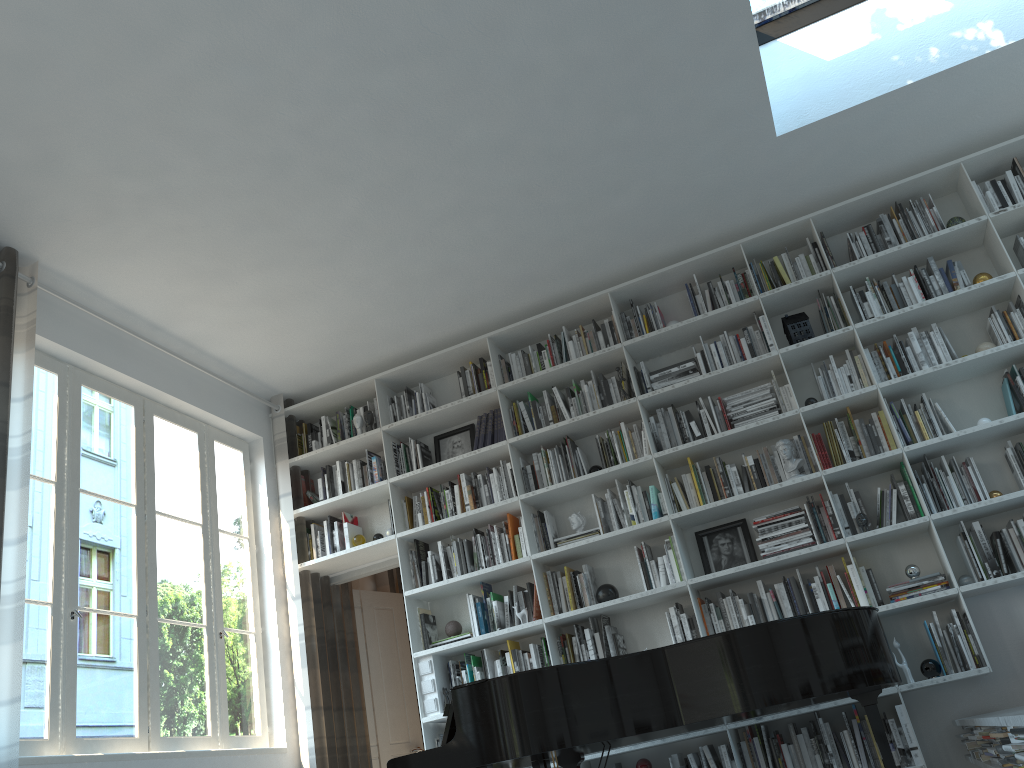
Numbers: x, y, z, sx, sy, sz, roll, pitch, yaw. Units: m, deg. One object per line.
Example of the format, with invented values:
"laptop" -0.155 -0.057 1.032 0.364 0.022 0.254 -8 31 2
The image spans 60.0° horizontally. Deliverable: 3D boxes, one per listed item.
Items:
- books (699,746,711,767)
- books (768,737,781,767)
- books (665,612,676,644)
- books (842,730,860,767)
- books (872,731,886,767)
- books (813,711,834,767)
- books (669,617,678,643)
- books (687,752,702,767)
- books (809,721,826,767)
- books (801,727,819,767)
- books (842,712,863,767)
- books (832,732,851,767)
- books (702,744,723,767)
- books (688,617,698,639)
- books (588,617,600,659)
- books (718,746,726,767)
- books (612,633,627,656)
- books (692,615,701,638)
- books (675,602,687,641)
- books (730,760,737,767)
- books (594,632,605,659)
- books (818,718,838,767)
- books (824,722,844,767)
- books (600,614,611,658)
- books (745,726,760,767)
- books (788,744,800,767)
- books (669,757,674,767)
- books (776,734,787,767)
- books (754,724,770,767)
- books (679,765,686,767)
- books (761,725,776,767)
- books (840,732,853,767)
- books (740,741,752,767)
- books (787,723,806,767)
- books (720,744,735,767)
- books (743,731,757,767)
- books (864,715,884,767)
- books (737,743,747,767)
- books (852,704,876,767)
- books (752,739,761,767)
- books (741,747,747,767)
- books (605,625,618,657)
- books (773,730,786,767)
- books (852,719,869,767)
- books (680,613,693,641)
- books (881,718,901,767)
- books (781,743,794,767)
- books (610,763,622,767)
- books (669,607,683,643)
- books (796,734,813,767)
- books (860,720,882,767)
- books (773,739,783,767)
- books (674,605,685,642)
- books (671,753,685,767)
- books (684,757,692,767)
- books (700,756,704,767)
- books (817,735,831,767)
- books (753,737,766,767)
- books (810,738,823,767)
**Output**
"books" 1.027 2.019 4.587 0.012 0.273 0.181 -19 -26 16
"books" 1.356 1.928 4.507 0.022 0.245 0.144 -19 -26 16
"books" 0.902 1.394 4.898 0.012 0.253 0.161 -19 -26 16
"books" 1.683 1.821 4.380 0.029 0.209 0.171 -19 -26 16
"books" 1.812 1.791 4.351 0.024 0.190 0.155 -19 -26 16
"books" 1.572 1.800 4.437 0.014 0.334 0.183 -19 -26 16
"books" 0.920 1.405 4.896 0.015 0.224 0.148 -19 -26 16
"books" 0.989 2.047 4.605 0.063 0.252 0.178 -19 -26 16
"books" 1.546 1.835 4.440 0.013 0.284 0.185 -19 -26 16
"books" 1.513 1.865 4.460 0.028 0.259 0.133 -19 -26 16
"books" 1.694 1.778 4.392 0.011 0.291 0.184 -19 -26 16
"books" 1.652 1.843 4.416 0.040 0.211 0.129 -19 -26 16
"books" 1.071 2.009 4.587 0.074 0.274 0.181 -19 -26 16
"books" 1.017 1.387 4.864 0.031 0.194 0.142 -19 -26 16
"books" 0.498 1.500 5.046 0.013 0.337 0.138 -19 -25 16
"books" 1.122 2.005 4.582 0.025 0.258 0.133 -19 -26 16
"books" 0.617 1.513 4.977 0.023 0.211 0.160 -19 -26 16
"books" 1.036 1.371 4.846 0.024 0.200 0.159 -19 -26 16
"books" 0.957 1.357 4.888 0.014 0.289 0.132 -19 -26 16
"books" 1.168 2.020 4.540 0.024 0.179 0.172 -19 -26 16
"books" 0.522 1.534 5.013 0.029 0.239 0.136 -19 -26 16
"books" 1.590 1.817 4.424 0.014 0.287 0.185 -19 -26 16
"books" 1.615 1.828 4.427 0.024 0.261 0.132 -19 -26 16
"books" 0.544 1.478 5.007 0.050 0.326 0.167 -19 -26 16
"books" 1.257 1.917 4.550 0.014 0.338 0.140 -19 -25 16
"books" 1.445 1.924 4.478 0.030 0.196 0.143 -19 -26 16
"books" 0.874 2.085 4.636 0.012 0.253 0.161 -19 -26 16
"books" 1.394 1.912 4.499 0.012 0.254 0.151 -19 -26 16
"books" 1.297 1.900 4.530 0.012 0.335 0.144 -19 -25 16
"books" 0.928 2.093 4.614 0.029 0.201 0.178 -19 -26 16
"books" 1.321 1.905 4.519 0.034 0.310 0.170 -19 -26 16
"books" 1.664 1.827 4.380 0.010 0.205 0.180 -19 -26 16
"books" 1.228 1.959 4.527 0.026 0.255 0.184 -19 -26 16
"books" 1.457 1.868 4.480 0.026 0.292 0.155 -19 -26 16
"books" 1.133 1.987 4.548 0.024 0.259 0.190 -19 -26 16
"books" 1.242 1.933 4.531 0.014 0.299 0.185 -19 -26 16
"books" 1.786 1.763 4.361 0.011 0.257 0.172 -19 -26 16
"books" 1.209 1.976 4.552 0.012 0.253 0.161 -19 -26 16
"books" 1.740 1.747 4.377 0.013 0.315 0.187 -19 -26 16
"books" 1.280 1.953 4.541 0.010 0.257 0.131 -19 -26 16
"books" 1.222 1.981 4.549 0.010 0.236 0.134 -19 -26 16
"books" 0.584 1.495 4.981 0.027 0.260 0.164 -19 -26 16
"books" 1.381 1.906 4.506 0.012 0.275 0.155 -19 -26 16
"books" 1.719 1.784 4.367 0.044 0.250 0.187 -19 -26 16
"books" 0.980 1.378 4.860 0.029 0.220 0.153 -19 -26 16
"books" 1.852 1.760 4.347 0.028 0.226 0.162 -19 -26 16
"books" 1.407 1.919 4.462 0.028 0.205 0.175 -19 -26 16
"books" 0.587 2.180 4.743 0.027 0.281 0.130 -19 -26 16
"books" 0.928 1.372 4.883 0.027 0.268 0.159 -19 -26 16
"books" 1.489 1.886 4.463 0.030 0.233 0.138 -19 -26 16
"books" 1.775 1.783 4.375 0.028 0.237 0.140 -19 -26 16
"books" 1.372 1.925 4.498 0.012 0.237 0.129 -19 -26 16
"books" 0.949 1.368 4.892 0.010 0.276 0.156 -19 -26 16
"books" 0.899 2.078 4.646 0.031 0.264 0.145 -19 -26 16
"books" 0.955 2.072 4.623 0.028 0.237 0.136 -19 -26 16
"books" 1.023 2.044 4.588 0.011 0.231 0.174 -19 -26 16
"books" 1.571 1.863 4.424 0.022 0.212 0.167 -19 -26 16
"books" 1.292 1.942 4.528 0.025 0.262 0.145 -19 -26 16
"books" 1.542 1.882 4.439 0.024 0.202 0.145 -19 -26 16
